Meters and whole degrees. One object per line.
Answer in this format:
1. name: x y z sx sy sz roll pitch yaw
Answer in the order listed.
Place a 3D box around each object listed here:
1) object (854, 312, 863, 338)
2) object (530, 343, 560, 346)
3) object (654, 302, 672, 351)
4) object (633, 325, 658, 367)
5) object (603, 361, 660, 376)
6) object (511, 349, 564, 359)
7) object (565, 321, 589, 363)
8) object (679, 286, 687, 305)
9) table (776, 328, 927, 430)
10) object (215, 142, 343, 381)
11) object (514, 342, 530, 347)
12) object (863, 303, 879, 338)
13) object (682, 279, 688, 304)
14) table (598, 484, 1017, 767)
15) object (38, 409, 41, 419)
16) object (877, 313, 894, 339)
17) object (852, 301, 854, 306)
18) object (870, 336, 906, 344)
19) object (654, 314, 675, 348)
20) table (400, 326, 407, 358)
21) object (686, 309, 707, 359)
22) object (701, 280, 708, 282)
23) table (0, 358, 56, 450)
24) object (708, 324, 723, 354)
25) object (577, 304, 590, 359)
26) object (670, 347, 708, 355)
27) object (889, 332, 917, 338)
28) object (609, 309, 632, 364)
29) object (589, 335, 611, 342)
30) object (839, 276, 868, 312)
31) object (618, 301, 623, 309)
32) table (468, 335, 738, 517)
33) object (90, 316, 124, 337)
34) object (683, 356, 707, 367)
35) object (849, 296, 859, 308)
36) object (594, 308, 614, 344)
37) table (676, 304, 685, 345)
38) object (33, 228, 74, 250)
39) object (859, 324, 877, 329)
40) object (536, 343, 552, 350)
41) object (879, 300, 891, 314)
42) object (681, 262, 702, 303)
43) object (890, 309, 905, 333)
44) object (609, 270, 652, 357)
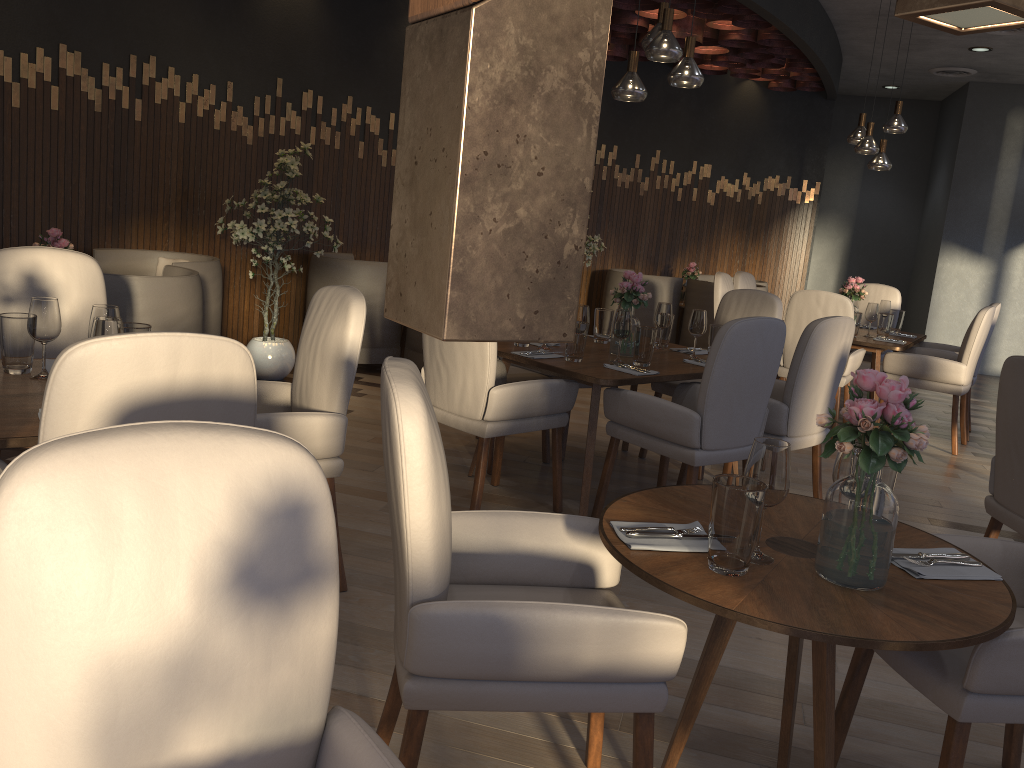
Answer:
1. object: 2.388 -0.416 6.210 0.102 0.177 0.102 12 12 33
2. object: 0.135 -0.212 4.426 0.157 0.019 0.256 -4 15 -41
3. object: 0.786 -0.302 4.634 0.092 0.243 0.092 11 11 29
4. object: 0.602 -0.171 4.044 0.102 0.177 0.103 1 11 -27
5. object: 0.510 -0.073 3.914 0.157 0.019 0.256 -4 15 -42
6. object: 0.132 -0.142 4.068 0.255 0.019 0.158 -5 16 -44
7. object: 0.286 -0.190 3.979 0.102 0.177 0.103 0 11 -29
8. object: 1.650 -0.870 8.682 0.102 0.177 0.102 9 10 16
9. table: 2.489 -0.074 6.711 0.967 0.662 1.310 12 12 30
10. object: -1.627 -0.846 6.058 0.791 1.608 0.747 14 13 40
11. object: 0.056 -0.271 4.272 0.102 0.177 0.102 8 10 14
12. object: 2.568 -0.457 6.344 0.092 0.243 0.093 -2 12 -40
13. object: 1.697 -0.917 8.776 0.092 0.243 0.093 1 11 -27
14. table: 0.569 0.670 1.940 0.833 0.659 0.839 4 11 -11
15. object: -1.123 0.083 2.276 0.157 0.019 0.256 -1 13 -33
16. object: 2.673 -0.417 6.363 0.102 0.177 0.102 13 12 35
17. object: 2.376 -0.470 6.311 0.092 0.243 0.092 11 11 30
18. object: 2.626 -0.311 6.215 0.256 0.019 0.158 12 13 29
19. object: 0.808 -0.288 4.745 0.102 0.177 0.103 -1 12 -34
20. table: -0.778 -0.452 7.221 0.834 0.559 0.838 -1 13 -33
21. object: 0.924 -0.250 4.441 0.092 0.243 0.092 11 11 27
22. object: 1.898 -0.906 8.822 0.092 0.243 0.093 5 10 -3
23. table: -1.536 0.351 2.471 1.307 0.662 0.970 -2 13 -35
24. object: 1.028 -0.203 4.427 0.102 0.177 0.103 1 11 -27
25. object: 0.306 -0.241 4.081 0.092 0.243 0.093 2 10 -20
26. object: 0.939 -0.179 4.671 0.255 0.019 0.158 -4 14 -40
27. object: 2.922 -0.377 6.703 0.256 0.019 0.158 12 13 29
28. object: 0.499 -0.217 4.057 0.092 0.243 0.093 2 10 -23
29. object: 0.557 -0.245 4.814 0.157 0.019 0.256 -4 15 -41
30. object: 2.530 -0.598 6.616 0.210 0.413 0.198 11 11 26
31. object: 0.587 -0.322 4.633 0.092 0.243 0.093 7 10 6
32. table: 0.508 0.176 4.419 1.308 0.662 0.969 -4 14 -42
33. object: -1.107 -0.059 2.421 0.092 0.243 0.092 8 10 14
34. object: 0.936 -0.106 4.297 0.157 0.019 0.256 -4 15 -42
35. object: 2.674 -0.571 6.977 0.092 0.243 0.092 12 12 34
36. object: 0.477 -0.304 4.660 0.102 0.177 0.103 1 11 -25
37. table: 1.736 -0.541 8.970 0.834 0.559 0.838 -2 13 -36
38. object: -2.429 -0.622 4.706 0.198 0.413 0.211 4 10 -9
39. object: 2.815 -0.458 7.060 0.158 0.019 0.255 13 13 32
40. object: 0.165 -0.288 4.245 0.092 0.243 0.093 6 10 0
41. object: 2.864 -0.523 6.832 0.092 0.243 0.093 7 10 4
42. object: 1.784 -1.018 8.889 0.198 0.413 0.210 13 12 36
43. object: 2.969 -0.483 6.851 0.102 0.177 0.102 13 12 35
44. object: 0.570 -0.345 4.320 0.198 0.413 0.211 1 11 -28
